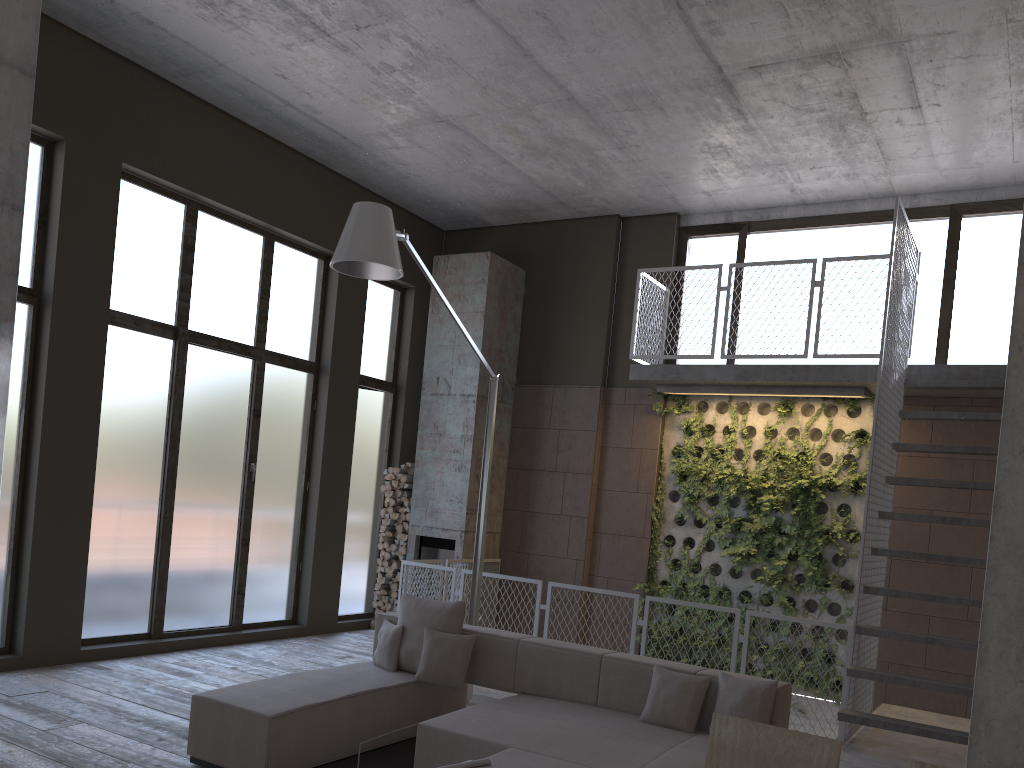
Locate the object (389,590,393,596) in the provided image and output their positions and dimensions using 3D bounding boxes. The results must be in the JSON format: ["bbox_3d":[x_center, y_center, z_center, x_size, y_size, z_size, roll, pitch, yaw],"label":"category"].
[{"bbox_3d":[-1.358,2.569,10.822,0.101,0.086,0.367,3,-7,32],"label":"object"}]

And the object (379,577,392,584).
[{"bbox_3d":[-1.452,2.416,10.795,0.093,0.083,0.485,3,-7,30],"label":"object"}]

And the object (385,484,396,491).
[{"bbox_3d":[-1.379,1.282,10.788,0.090,0.089,0.461,3,-7,30],"label":"object"}]

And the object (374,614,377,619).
[{"bbox_3d":[-1.598,2.851,10.791,0.045,0.072,0.254,5,-6,30],"label":"object"}]

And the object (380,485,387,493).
[{"bbox_3d":[-1.454,1.307,10.837,0.091,0.092,0.442,3,-7,30],"label":"object"}]

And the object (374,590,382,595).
[{"bbox_3d":[-1.555,2.586,10.884,0.121,0.067,0.368,2,-8,30],"label":"object"}]

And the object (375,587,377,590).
[{"bbox_3d":[-1.544,2.522,10.911,0.067,0.071,0.428,3,-7,32],"label":"object"}]

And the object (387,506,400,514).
[{"bbox_3d":[-1.371,1.564,10.839,0.092,0.093,0.442,3,-7,30],"label":"object"}]

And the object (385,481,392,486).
[{"bbox_3d":[-1.417,1.242,10.837,0.066,0.086,0.430,4,-7,29],"label":"object"}]

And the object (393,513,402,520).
[{"bbox_3d":[-1.286,1.633,10.775,0.093,0.083,0.485,3,-7,30],"label":"object"}]

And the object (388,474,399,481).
[{"bbox_3d":[-1.349,1.156,10.769,0.112,0.079,0.440,3,-8,30],"label":"object"}]

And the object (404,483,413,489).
[{"bbox_3d":[-1.158,1.253,10.677,0.066,0.067,0.428,3,-7,30],"label":"object"}]

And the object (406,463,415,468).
[{"bbox_3d":[-1.167,1.004,10.736,0.087,0.055,0.336,2,-8,30],"label":"object"}]

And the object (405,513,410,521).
[{"bbox_3d":[-1.131,1.629,10.700,0.091,0.092,0.442,3,-7,30],"label":"object"}]

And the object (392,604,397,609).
[{"bbox_3d":[-1.310,2.719,10.763,0.067,0.071,0.428,4,-7,30],"label":"object"}]

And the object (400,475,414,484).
[{"bbox_3d":[-1.189,1.173,10.691,0.093,0.092,0.442,3,-7,30],"label":"object"}]

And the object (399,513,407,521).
[{"bbox_3d":[-1.204,1.636,10.749,0.090,0.089,0.460,3,-7,30],"label":"object"}]

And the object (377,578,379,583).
[{"bbox_3d":[-1.516,2.425,10.835,0.067,0.067,0.428,3,-7,30],"label":"object"}]

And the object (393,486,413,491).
[{"bbox_3d":[-1.279,1.293,10.763,0.114,0.079,0.440,3,-8,30],"label":"object"}]

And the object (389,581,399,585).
[{"bbox_3d":[-1.379,2.442,10.788,0.064,0.074,0.363,4,-7,33],"label":"object"}]

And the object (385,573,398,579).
[{"bbox_3d":[-1.376,2.348,10.780,0.114,0.079,0.440,3,-8,30],"label":"object"}]

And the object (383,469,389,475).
[{"bbox_3d":[-1.429,1.098,10.832,0.067,0.068,0.428,4,-7,30],"label":"object"}]

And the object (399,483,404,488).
[{"bbox_3d":[-1.227,1.252,10.718,0.067,0.066,0.428,3,-7,30],"label":"object"}]

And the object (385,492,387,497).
[{"bbox_3d":[-1.419,1.371,10.818,0.067,0.067,0.428,3,-7,30],"label":"object"}]

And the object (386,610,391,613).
[{"bbox_3d":[-1.420,2.793,10.799,0.064,0.074,0.363,4,-7,30],"label":"object"}]

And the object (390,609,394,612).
[{"bbox_3d":[-1.334,2.781,10.743,0.121,0.067,0.368,2,-8,32],"label":"object"}]

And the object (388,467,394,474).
[{"bbox_3d":[-1.359,1.089,10.825,0.090,0.090,0.461,4,-7,29],"label":"object"}]

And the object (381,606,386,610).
[{"bbox_3d":[-1.481,2.749,10.807,0.088,0.056,0.336,2,-8,30],"label":"object"}]

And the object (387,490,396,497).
[{"bbox_3d":[-1.355,1.361,10.778,0.093,0.083,0.485,3,-7,30],"label":"object"}]

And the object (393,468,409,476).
[{"bbox_3d":[-1.325,1.082,10.705,0.103,0.102,0.295,3,-7,30],"label":"object"}]

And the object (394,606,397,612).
[{"bbox_3d":[-1.306,2.721,10.622,0.100,0.102,0.296,4,-7,30],"label":"object"}]

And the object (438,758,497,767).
[{"bbox_3d":[-0.455,1.875,3.463,1.613,0.501,1.041,11,-8,-40],"label":"object"}]

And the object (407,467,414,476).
[{"bbox_3d":[-1.157,1.086,10.762,0.099,0.107,0.297,4,-7,32],"label":"object"}]

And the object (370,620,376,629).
[{"bbox_3d":[-1.618,2.972,10.882,0.063,0.124,0.368,5,-6,30],"label":"object"}]

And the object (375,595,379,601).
[{"bbox_3d":[-1.544,2.661,10.888,0.066,0.084,0.430,4,-7,34],"label":"object"}]

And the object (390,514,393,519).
[{"bbox_3d":[-1.350,1.642,10.816,0.067,0.067,0.428,3,-7,30],"label":"object"}]

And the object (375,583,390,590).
[{"bbox_3d":[-1.506,2.499,10.855,0.090,0.089,0.460,3,-7,33],"label":"object"}]

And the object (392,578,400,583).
[{"bbox_3d":[-1.336,2.399,10.734,0.088,0.056,0.336,2,-8,32],"label":"object"}]

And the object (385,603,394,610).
[{"bbox_3d":[-1.386,2.724,10.774,0.090,0.089,0.460,3,-7,29],"label":"object"}]

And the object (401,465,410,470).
[{"bbox_3d":[-1.237,1.037,10.746,0.065,0.073,0.363,4,-7,29],"label":"object"}]

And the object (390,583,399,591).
[{"bbox_3d":[-1.355,2.470,10.706,0.098,0.106,0.297,4,-7,30],"label":"object"}]

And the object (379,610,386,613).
[{"bbox_3d":[-1.509,2.820,10.785,0.098,0.106,0.297,4,-7,32],"label":"object"}]

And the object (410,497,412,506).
[{"bbox_3d":[-1.111,1.447,10.684,0.063,0.125,0.368,5,-6,30],"label":"object"}]

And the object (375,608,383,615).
[{"bbox_3d":[-1.566,2.816,10.872,0.100,0.102,0.296,3,-7,32],"label":"object"}]
